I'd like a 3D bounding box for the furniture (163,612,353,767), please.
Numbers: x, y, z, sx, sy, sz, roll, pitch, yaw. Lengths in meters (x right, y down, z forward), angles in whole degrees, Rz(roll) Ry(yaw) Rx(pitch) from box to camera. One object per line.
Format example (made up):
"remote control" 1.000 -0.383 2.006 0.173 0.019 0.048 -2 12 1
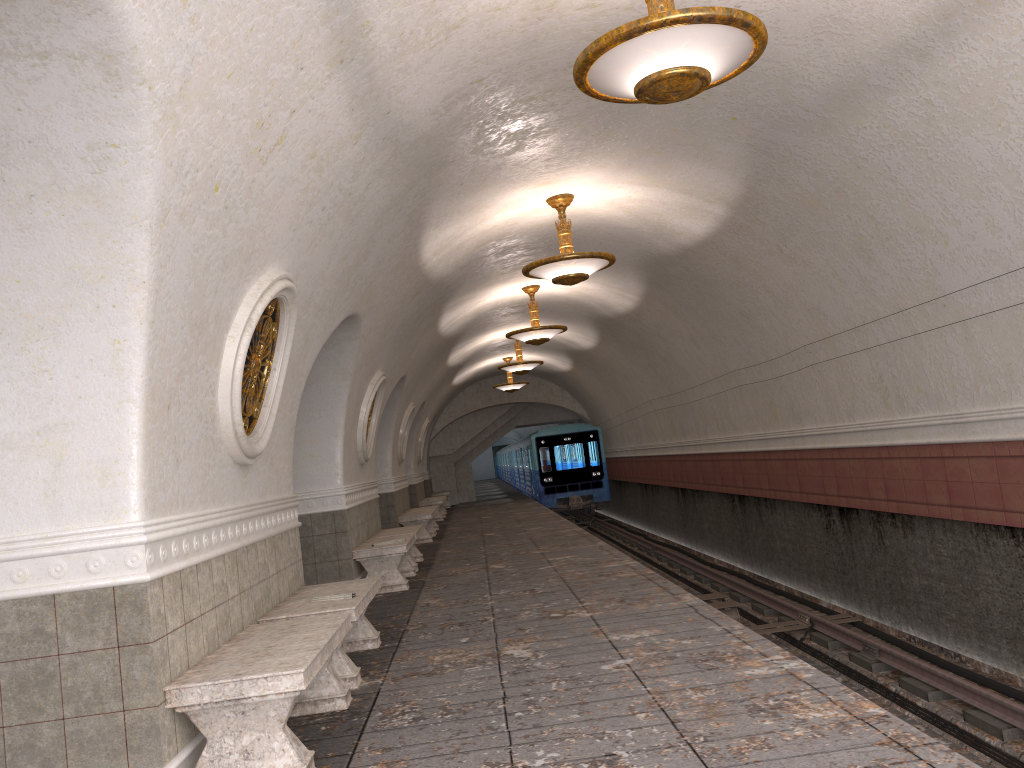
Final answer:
"furniture" -1.212 1.597 4.578 0.613 0.508 1.509 -7 -5 -3

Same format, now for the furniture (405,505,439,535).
"furniture" -1.814 2.818 18.222 0.613 0.508 1.509 -7 -5 -3

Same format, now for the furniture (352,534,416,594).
"furniture" -1.476 2.132 10.557 0.613 0.508 1.509 -7 -5 -3

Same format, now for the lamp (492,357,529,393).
"lamp" -0.062 -0.230 23.916 1.008 0.955 1.008 -11 -6 43

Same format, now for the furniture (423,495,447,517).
"furniture" -2.076 3.349 24.155 0.613 0.508 1.509 -7 -5 -3

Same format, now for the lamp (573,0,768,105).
"lamp" 0.788 -1.953 4.662 1.008 0.955 1.008 -5 -5 -19

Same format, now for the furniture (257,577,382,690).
"furniture" -1.286 1.747 6.251 0.613 0.508 1.509 -7 -5 -3

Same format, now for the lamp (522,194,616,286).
"lamp" 0.574 -1.520 9.500 1.008 0.955 1.008 -5 -5 -19

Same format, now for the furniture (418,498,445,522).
"furniture" -2.002 3.199 22.481 0.613 0.508 1.509 -7 -5 -3

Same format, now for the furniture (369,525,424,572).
"furniture" -1.550 2.282 12.230 0.613 0.508 1.509 -7 -5 -3

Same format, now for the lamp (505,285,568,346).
"lamp" 0.362 -1.090 14.306 1.008 0.955 1.008 -8 -5 13

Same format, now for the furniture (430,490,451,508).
"furniture" -2.279 3.761 28.753 0.613 0.508 1.509 -7 -5 -3

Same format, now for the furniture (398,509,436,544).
"furniture" -1.740 2.668 16.548 0.613 0.508 1.509 -7 -5 -3

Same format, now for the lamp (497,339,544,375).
"lamp" 0.150 -0.660 19.110 1.008 0.955 1.008 -8 -5 13
